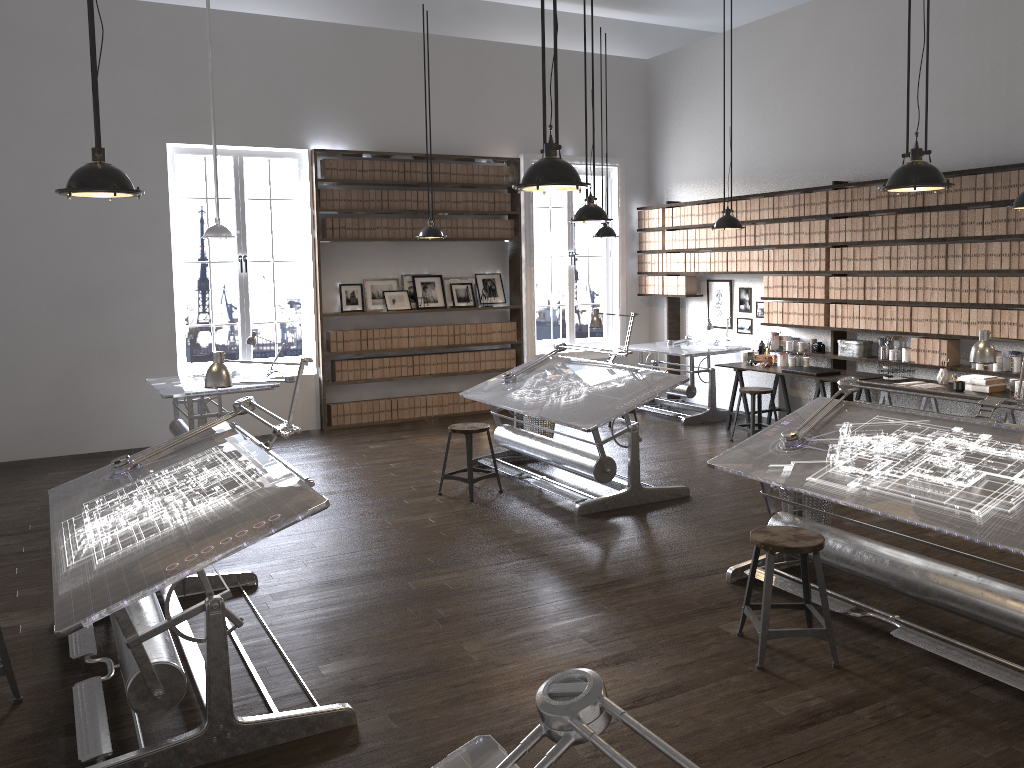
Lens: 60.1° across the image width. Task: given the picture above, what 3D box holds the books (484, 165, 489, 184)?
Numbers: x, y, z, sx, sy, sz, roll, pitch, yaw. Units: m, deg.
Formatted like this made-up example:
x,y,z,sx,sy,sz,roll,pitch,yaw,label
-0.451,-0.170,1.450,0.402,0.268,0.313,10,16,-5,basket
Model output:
x,y,z,sx,sy,sz,roll,pitch,yaw,label
-0.344,-2.459,10.442,0.067,0.224,0.175,-4,6,-28,books

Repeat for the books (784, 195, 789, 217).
x,y,z,sx,sy,sz,roll,pitch,yaw,label
2.878,-1.820,9.089,0.174,0.225,0.067,-4,6,-28,books

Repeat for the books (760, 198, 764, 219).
x,y,z,sx,sy,sz,roll,pitch,yaw,label
2.717,-1.857,9.394,0.175,0.224,0.067,-4,6,-28,books

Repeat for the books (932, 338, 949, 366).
x,y,z,sx,sy,sz,roll,pitch,yaw,label
3.723,-0.277,7.661,0.174,0.225,0.067,-4,6,-28,books

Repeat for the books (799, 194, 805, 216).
x,y,z,sx,sy,sz,roll,pitch,yaw,label
2.976,-1.798,8.906,0.175,0.224,0.067,-4,6,-28,books

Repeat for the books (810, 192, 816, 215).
x,y,z,sx,sy,sz,roll,pitch,yaw,label
3.047,-1.783,8.780,0.174,0.225,0.067,-4,6,-28,books

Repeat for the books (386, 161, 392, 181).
x,y,z,sx,sy,sz,roll,pitch,yaw,label
-1.400,-2.365,9.884,0.067,0.225,0.175,-4,6,-28,books

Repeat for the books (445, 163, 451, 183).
x,y,z,sx,sy,sz,roll,pitch,yaw,label
-0.774,-2.420,10.208,0.067,0.225,0.175,-4,6,-28,books

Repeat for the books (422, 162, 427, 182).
x,y,z,sx,sy,sz,roll,pitch,yaw,label
-1.020,-2.398,10.082,0.067,0.225,0.175,-4,6,-28,books

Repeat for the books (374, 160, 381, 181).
x,y,z,sx,sy,sz,roll,pitch,yaw,label
-1.520,-2.353,9.814,0.067,0.225,0.175,-4,6,-28,books

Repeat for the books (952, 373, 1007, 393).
x,y,z,sx,sy,sz,roll,pitch,yaw,label
3.696,-0.018,7.055,0.386,0.147,0.295,-5,8,-28,books

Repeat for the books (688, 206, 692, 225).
x,y,z,sx,sy,sz,roll,pitch,yaw,label
2.157,-1.982,10.432,0.175,0.225,0.067,-4,6,-28,books

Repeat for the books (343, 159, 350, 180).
x,y,z,sx,sy,sz,roll,pitch,yaw,label
-1.825,-2.327,9.660,0.067,0.225,0.175,-4,6,-28,books

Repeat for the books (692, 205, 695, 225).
x,y,z,sx,sy,sz,roll,pitch,yaw,label
2.193,-1.976,10.375,0.175,0.224,0.067,-4,6,-28,books

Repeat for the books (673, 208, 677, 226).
x,y,z,sx,sy,sz,roll,pitch,yaw,label
2.031,-2.013,10.682,0.175,0.225,0.067,-4,6,-28,books

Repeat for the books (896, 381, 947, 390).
x,y,z,sx,sy,sz,roll,pitch,yaw,label
3.354,0.009,7.326,0.256,0.029,0.356,-5,8,-27,books

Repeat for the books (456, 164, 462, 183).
x,y,z,sx,sy,sz,roll,pitch,yaw,label
-0.648,-2.432,10.279,0.067,0.225,0.175,-4,6,-28,books

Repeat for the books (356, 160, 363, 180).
x,y,z,sx,sy,sz,roll,pitch,yaw,label
-1.699,-2.337,9.720,0.067,0.225,0.175,-4,6,-28,books

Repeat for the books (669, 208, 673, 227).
x,y,z,sx,sy,sz,roll,pitch,yaw,label
1.991,-2.021,10.745,0.175,0.225,0.067,-4,6,-28,books

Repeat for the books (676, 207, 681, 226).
x,y,z,sx,sy,sz,roll,pitch,yaw,label
2.060,-2.005,10.617,0.174,0.225,0.067,-4,6,-28,books

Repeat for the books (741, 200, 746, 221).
x,y,z,sx,sy,sz,roll,pitch,yaw,label
2.584,-1.886,9.635,0.174,0.225,0.067,-4,6,-28,books

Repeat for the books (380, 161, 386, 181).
x,y,z,sx,sy,sz,roll,pitch,yaw,label
-1.463,-2.359,9.850,0.067,0.225,0.175,-4,6,-28,books

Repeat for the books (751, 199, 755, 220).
x,y,z,sx,sy,sz,roll,pitch,yaw,label
2.655,-1.871,9.512,0.175,0.225,0.067,-4,6,-28,books

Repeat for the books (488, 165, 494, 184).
x,y,z,sx,sy,sz,roll,pitch,yaw,label
-0.283,-2.464,10.469,0.067,0.225,0.175,-4,6,-28,books

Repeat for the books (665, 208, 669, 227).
x,y,z,sx,sy,sz,roll,pitch,yaw,label
1.961,-2.029,10.813,0.175,0.224,0.067,-4,6,-28,books

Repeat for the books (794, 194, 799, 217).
x,y,z,sx,sy,sz,roll,pitch,yaw,label
2.942,-1.804,8.960,0.175,0.225,0.067,-4,6,-28,books

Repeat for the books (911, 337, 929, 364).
x,y,z,sx,sy,sz,roll,pitch,yaw,label
3.623,-0.299,7.844,0.175,0.225,0.067,-4,6,-28,books

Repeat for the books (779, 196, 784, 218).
x,y,z,sx,sy,sz,roll,pitch,yaw,label
2.848,-1.828,9.152,0.174,0.225,0.067,-4,6,-28,books

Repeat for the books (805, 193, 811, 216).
x,y,z,sx,sy,sz,roll,pitch,yaw,label
3.012,-1.790,8.841,0.175,0.225,0.067,-4,6,-28,books

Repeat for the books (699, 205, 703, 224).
x,y,z,sx,sy,sz,roll,pitch,yaw,label
2.253,-1.961,10.255,0.175,0.225,0.067,-4,6,-28,books

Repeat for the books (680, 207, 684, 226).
x,y,z,sx,sy,sz,roll,pitch,yaw,label
2.097,-1.998,10.557,0.174,0.225,0.067,-4,6,-28,books

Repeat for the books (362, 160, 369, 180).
x,y,z,sx,sy,sz,roll,pitch,yaw,label
-1.636,-2.343,9.756,0.067,0.224,0.175,-4,6,-28,books

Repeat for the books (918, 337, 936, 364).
x,y,z,sx,sy,sz,roll,pitch,yaw,label
3.660,-0.293,7.788,0.175,0.225,0.067,-4,6,-28,books

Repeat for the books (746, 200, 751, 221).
x,y,z,sx,sy,sz,roll,pitch,yaw,label
2.621,-1.879,9.575,0.174,0.225,0.067,-4,6,-28,books

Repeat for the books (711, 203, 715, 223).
x,y,z,sx,sy,sz,roll,pitch,yaw,label
2.353,-1.939,10.071,0.174,0.225,0.067,-4,6,-28,books

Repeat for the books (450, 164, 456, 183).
x,y,z,sx,sy,sz,roll,pitch,yaw,label
-0.710,-2.425,10.242,0.067,0.225,0.175,-4,6,-28,books

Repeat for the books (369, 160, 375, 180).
x,y,z,sx,sy,sz,roll,pitch,yaw,label
-1.581,-2.348,9.787,0.067,0.224,0.175,-4,6,-28,books

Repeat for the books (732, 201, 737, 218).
x,y,z,sx,sy,sz,roll,pitch,yaw,label
2.515,-1.902,9.764,0.175,0.225,0.067,-4,6,-28,books

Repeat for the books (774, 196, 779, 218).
x,y,z,sx,sy,sz,roll,pitch,yaw,label
2.814,-1.835,9.213,0.175,0.225,0.067,-4,6,-28,books

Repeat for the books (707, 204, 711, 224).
x,y,z,sx,sy,sz,roll,pitch,yaw,label
2.324,-1.947,10.134,0.174,0.225,0.067,-4,6,-28,books

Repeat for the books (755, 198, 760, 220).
x,y,z,sx,sy,sz,roll,pitch,yaw,label
2.681,-1.864,9.450,0.175,0.225,0.067,-4,6,-28,books

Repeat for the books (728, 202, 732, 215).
x,y,z,sx,sy,sz,roll,pitch,yaw,label
2.485,-1.910,9.831,0.175,0.224,0.067,-4,6,-28,books

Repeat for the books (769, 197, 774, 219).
x,y,z,sx,sy,sz,roll,pitch,yaw,label
2.777,-1.842,9.273,0.175,0.225,0.067,-4,6,-28,books

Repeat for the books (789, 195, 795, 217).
x,y,z,sx,sy,sz,roll,pitch,yaw,label
2.909,-1.812,9.024,0.175,0.225,0.067,-4,6,-28,books

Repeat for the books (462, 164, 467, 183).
x,y,z,sx,sy,sz,roll,pitch,yaw,label
-0.588,-2.437,10.315,0.067,0.225,0.175,-4,6,-28,books

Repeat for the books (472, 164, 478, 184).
x,y,z,sx,sy,sz,roll,pitch,yaw,label
-0.462,-2.448,10.375,0.067,0.225,0.175,-4,6,-28,books

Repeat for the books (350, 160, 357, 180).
x,y,z,sx,sy,sz,roll,pitch,yaw,label
-1.763,-2.332,9.691,0.067,0.225,0.175,-4,6,-28,books

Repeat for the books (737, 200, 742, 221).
x,y,z,sx,sy,sz,roll,pitch,yaw,label
2.555,-1.894,9.700,0.175,0.225,0.067,-4,6,-28,books

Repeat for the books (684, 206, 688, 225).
x,y,z,sx,sy,sz,roll,pitch,yaw,label
2.131,-1.990,10.494,0.175,0.225,0.067,-4,6,-28,books

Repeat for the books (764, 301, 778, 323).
x,y,z,sx,sy,sz,roll,pitch,yaw,label
2.766,-0.764,9.417,0.175,0.225,0.067,-4,6,-28,books

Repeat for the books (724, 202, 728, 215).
x,y,z,sx,sy,sz,roll,pitch,yaw,label
2.452,-1.917,9.888,0.175,0.224,0.067,-4,6,-28,books

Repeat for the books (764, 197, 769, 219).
x,y,z,sx,sy,sz,roll,pitch,yaw,label
2.745,-1.850,9.338,0.175,0.224,0.067,-4,6,-28,books

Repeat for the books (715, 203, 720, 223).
x,y,z,sx,sy,sz,roll,pitch,yaw,label
2.385,-1.931,10.005,0.175,0.225,0.067,-4,6,-28,books

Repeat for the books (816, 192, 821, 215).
x,y,z,sx,sy,sz,roll,pitch,yaw,label
3.076,-1.775,8.717,0.174,0.225,0.067,-4,6,-28,books

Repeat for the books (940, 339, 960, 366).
x,y,z,sx,sy,sz,roll,pitch,yaw,label
3.761,-0.270,7.600,0.175,0.225,0.067,-4,6,-28,books

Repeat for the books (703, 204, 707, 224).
x,y,z,sx,sy,sz,roll,pitch,yaw,label
2.290,-1.954,10.194,0.175,0.225,0.067,-4,6,-28,books

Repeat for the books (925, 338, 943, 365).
x,y,z,sx,sy,sz,roll,pitch,yaw,label
3.693,-0.285,7.725,0.174,0.225,0.067,-4,6,-28,books

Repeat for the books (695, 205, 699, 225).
x,y,z,sx,sy,sz,roll,pitch,yaw,label
2.221,-1.969,10.319,0.175,0.224,0.067,-4,6,-28,books

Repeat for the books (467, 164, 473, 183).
x,y,z,sx,sy,sz,roll,pitch,yaw,label
-0.526,-2.443,10.346,0.067,0.225,0.175,-4,6,-28,books

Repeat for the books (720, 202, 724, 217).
x,y,z,sx,sy,sz,roll,pitch,yaw,label
2.418,-1.923,9.941,0.175,0.225,0.067,-4,6,-28,books
